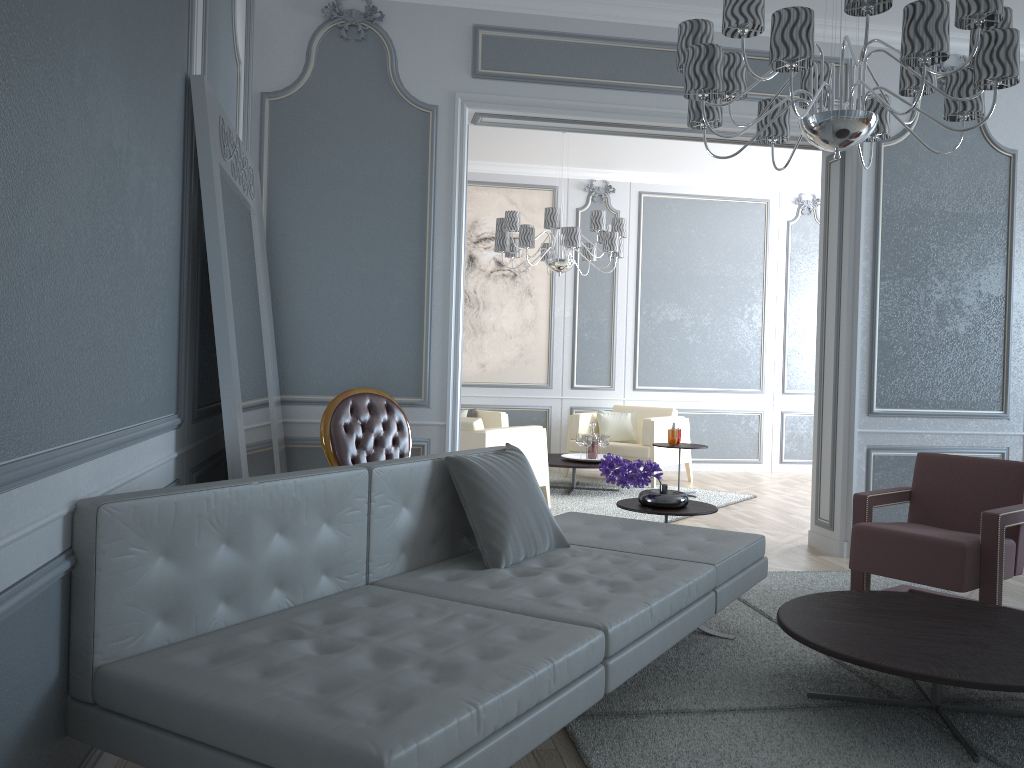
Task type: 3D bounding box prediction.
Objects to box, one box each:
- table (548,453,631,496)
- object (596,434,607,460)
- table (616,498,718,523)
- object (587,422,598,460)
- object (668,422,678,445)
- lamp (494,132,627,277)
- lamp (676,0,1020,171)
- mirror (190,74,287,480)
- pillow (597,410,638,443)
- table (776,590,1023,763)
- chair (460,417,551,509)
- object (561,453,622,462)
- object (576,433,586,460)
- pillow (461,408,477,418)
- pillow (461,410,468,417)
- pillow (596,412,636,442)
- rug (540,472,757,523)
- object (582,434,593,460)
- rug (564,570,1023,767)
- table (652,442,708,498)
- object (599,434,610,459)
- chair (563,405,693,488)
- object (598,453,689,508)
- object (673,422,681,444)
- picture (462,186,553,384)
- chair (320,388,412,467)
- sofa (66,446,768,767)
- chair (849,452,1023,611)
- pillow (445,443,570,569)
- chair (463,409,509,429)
[{"bbox_3d":[0.476,0.698,6.806,0.882,0.239,0.882,1,1,-12],"label":"table"},{"bbox_3d":[0.686,0.483,6.827,0.080,0.196,0.080,1,1,-27],"label":"object"},{"bbox_3d":[0.634,0.692,3.669,0.414,0.385,0.414,1,1,-22],"label":"table"},{"bbox_3d":[0.615,0.435,6.779,0.086,0.290,0.086,2,0,11],"label":"object"},{"bbox_3d":[1.208,0.374,6.665,0.075,0.165,0.075,1,1,-20],"label":"object"},{"bbox_3d":[0.370,-1.368,6.677,0.976,1.119,0.977,1,1,-21],"label":"lamp"},{"bbox_3d":[1.024,-1.260,2.761,0.976,1.119,0.977,1,1,-21],"label":"lamp"},{"bbox_3d":[-0.969,-0.039,3.337,0.251,1.792,1.400,2,1,-10],"label":"mirror"},{"bbox_3d":[0.914,0.369,7.647,0.351,0.276,0.184,2,1,-4],"label":"pillow"},{"bbox_3d":[1.210,0.817,2.524,0.882,0.239,0.882,2,1,8],"label":"table"},{"bbox_3d":[-0.290,0.507,5.810,0.855,0.620,0.737,2,1,35],"label":"chair"},{"bbox_3d":[0.608,0.569,6.769,0.468,0.028,0.468,2,1,3],"label":"object"},{"bbox_3d":[0.529,0.479,6.791,0.080,0.196,0.080,1,1,-27],"label":"object"},{"bbox_3d":[-0.478,0.334,7.411,0.351,0.276,0.184,2,1,6],"label":"pillow"},{"bbox_3d":[-0.520,0.334,7.333,0.312,0.245,0.163,2,1,-5],"label":"pillow"},{"bbox_3d":[0.885,0.369,7.563,0.312,0.245,0.163,1,1,-15],"label":"pillow"},{"bbox_3d":[0.465,0.819,6.503,2.001,0.010,2.000,3,2,35],"label":"rug"},{"bbox_3d":[0.567,0.482,6.700,0.080,0.196,0.080,2,0,-7],"label":"object"},{"bbox_3d":[1.133,0.929,2.556,2.018,0.010,3.205,1,1,-10],"label":"rug"},{"bbox_3d":[1.258,0.651,6.664,0.414,0.385,0.414,2,1,38],"label":"table"},{"bbox_3d":[0.701,0.485,6.744,0.080,0.196,0.080,1,1,-27],"label":"object"},{"bbox_3d":[0.989,0.505,7.517,0.855,0.620,0.737,2,1,35],"label":"chair"},{"bbox_3d":[0.543,0.388,3.591,0.425,0.221,0.206,1,1,-40],"label":"object"},{"bbox_3d":[1.250,0.374,6.741,0.075,0.165,0.075,2,1,40],"label":"object"},{"bbox_3d":[-0.245,-0.892,7.959,1.199,1.751,0.001,2,0,-9],"label":"picture"},{"bbox_3d":[-0.489,0.440,3.836,0.575,0.828,0.572,2,1,40],"label":"chair"},{"bbox_3d":[0.022,0.561,2.460,0.810,0.668,2.204,2,1,30],"label":"sofa"},{"bbox_3d":[1.715,0.610,3.550,0.606,0.620,0.576,1,1,-40],"label":"chair"},{"bbox_3d":[-0.010,0.380,2.740,0.253,0.354,0.422,2,1,28],"label":"pillow"},{"bbox_3d":[-0.532,0.467,7.262,0.737,0.620,0.855,2,1,35],"label":"chair"}]
